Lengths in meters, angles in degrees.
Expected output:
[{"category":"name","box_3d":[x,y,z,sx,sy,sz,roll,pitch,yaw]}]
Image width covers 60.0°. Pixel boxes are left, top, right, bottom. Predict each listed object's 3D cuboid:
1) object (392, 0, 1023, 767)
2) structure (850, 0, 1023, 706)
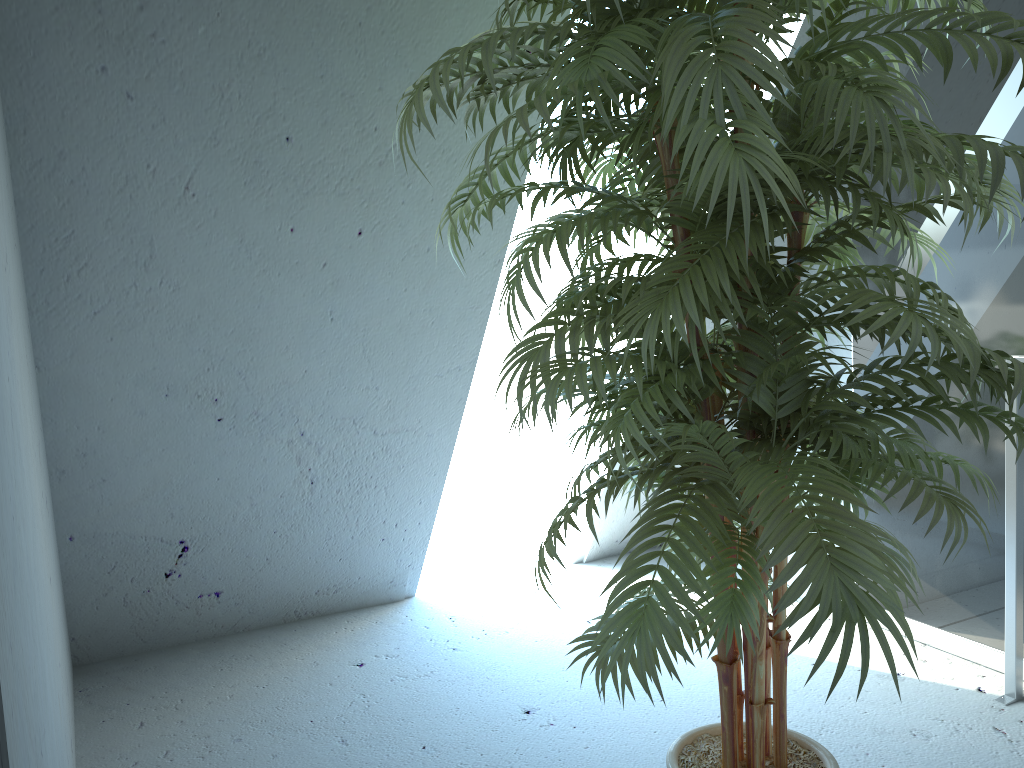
[{"category":"object","box_3d":[0.364,-0.117,1.444,1.020,2.034,0.980,-1,6,22]},{"category":"structure","box_3d":[1.824,-0.289,2.089,1.184,2.114,1.835,-6,6,-26]}]
